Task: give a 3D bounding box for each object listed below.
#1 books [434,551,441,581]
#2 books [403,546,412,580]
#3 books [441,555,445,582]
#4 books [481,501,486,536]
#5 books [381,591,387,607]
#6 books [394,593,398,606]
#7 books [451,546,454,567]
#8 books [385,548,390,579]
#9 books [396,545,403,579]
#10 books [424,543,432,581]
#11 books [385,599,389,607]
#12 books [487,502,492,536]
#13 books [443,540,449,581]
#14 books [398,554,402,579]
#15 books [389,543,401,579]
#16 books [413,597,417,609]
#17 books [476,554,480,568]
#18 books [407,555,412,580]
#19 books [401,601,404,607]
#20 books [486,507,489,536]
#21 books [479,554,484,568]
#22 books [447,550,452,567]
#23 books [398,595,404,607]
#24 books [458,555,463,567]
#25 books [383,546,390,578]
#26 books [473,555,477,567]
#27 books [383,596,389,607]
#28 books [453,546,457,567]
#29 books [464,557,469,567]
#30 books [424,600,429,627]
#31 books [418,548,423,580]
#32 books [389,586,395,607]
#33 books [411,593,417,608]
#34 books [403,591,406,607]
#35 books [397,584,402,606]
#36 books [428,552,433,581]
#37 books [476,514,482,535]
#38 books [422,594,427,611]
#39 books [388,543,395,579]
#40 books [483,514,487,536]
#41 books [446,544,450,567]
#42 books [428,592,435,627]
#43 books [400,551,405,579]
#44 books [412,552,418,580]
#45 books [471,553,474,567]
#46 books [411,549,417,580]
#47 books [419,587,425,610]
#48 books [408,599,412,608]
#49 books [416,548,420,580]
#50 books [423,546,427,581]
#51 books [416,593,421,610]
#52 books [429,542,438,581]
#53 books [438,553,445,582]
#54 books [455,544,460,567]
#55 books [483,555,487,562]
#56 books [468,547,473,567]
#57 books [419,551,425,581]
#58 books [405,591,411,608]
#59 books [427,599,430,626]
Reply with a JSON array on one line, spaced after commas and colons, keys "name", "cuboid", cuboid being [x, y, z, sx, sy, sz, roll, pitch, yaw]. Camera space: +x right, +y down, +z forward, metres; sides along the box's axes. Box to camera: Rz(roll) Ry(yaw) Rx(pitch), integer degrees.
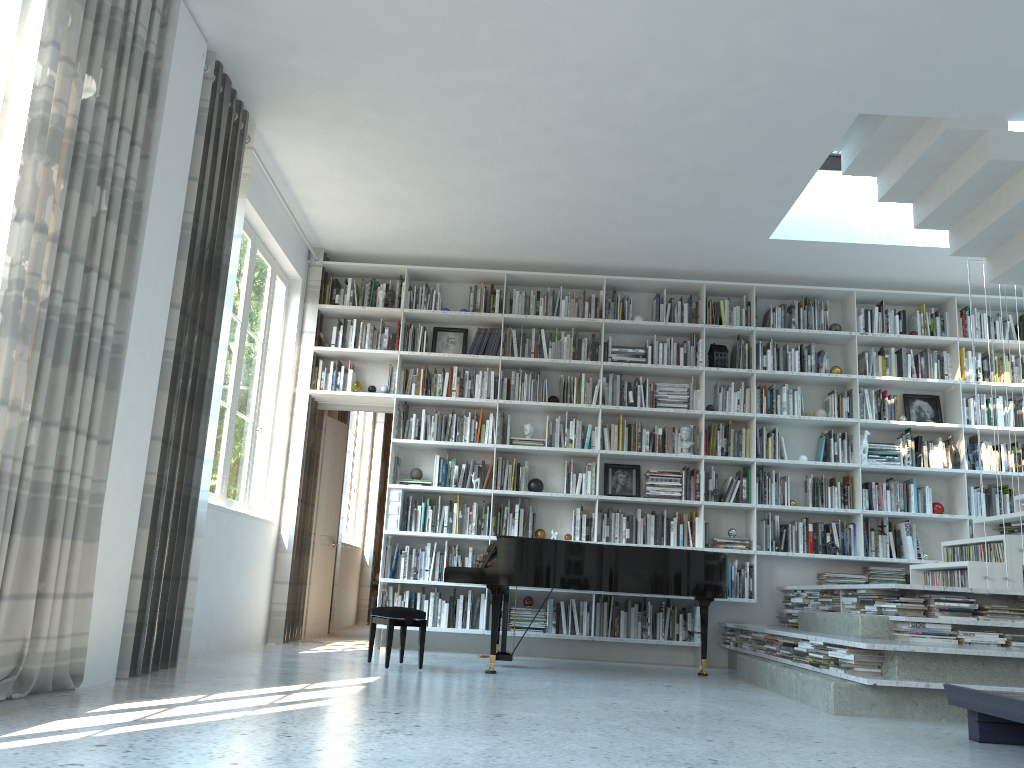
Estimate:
[{"name": "books", "cuboid": [-0.598, 1.474, 7.161, 0.031, 0.238, 0.132, 3, -13, 1]}, {"name": "books", "cuboid": [-0.843, 1.444, 7.150, 0.029, 0.265, 0.172, 3, -13, 1]}, {"name": "books", "cuboid": [-0.549, 1.490, 7.152, 0.013, 0.208, 0.155, 3, -13, 1]}, {"name": "books", "cuboid": [-0.233, 1.101, 7.217, 0.014, 0.285, 0.180, 3, -13, 1]}, {"name": "books", "cuboid": [-1.031, 1.785, 7.091, 0.012, 0.253, 0.161, 3, -13, 1]}, {"name": "books", "cuboid": [-0.924, 1.793, 7.084, 0.024, 0.246, 0.143, 3, -13, 1]}, {"name": "books", "cuboid": [-0.480, 1.459, 7.168, 0.013, 0.283, 0.139, 3, -13, 1]}, {"name": "books", "cuboid": [-0.992, 1.450, 7.151, 0.029, 0.238, 0.154, 3, -13, 1]}, {"name": "books", "cuboid": [-0.909, 1.440, 7.166, 0.010, 0.273, 0.150, 3, -13, 1]}, {"name": "books", "cuboid": [-0.676, 1.440, 7.165, 0.027, 0.299, 0.142, 3, -13, 1]}, {"name": "books", "cuboid": [-0.990, 1.812, 7.057, 0.029, 0.190, 0.177, 3, -13, 1]}, {"name": "books", "cuboid": [-0.180, 1.113, 7.244, 0.024, 0.279, 0.136, 3, -13, 1]}, {"name": "books", "cuboid": [-0.533, 1.430, 7.145, 0.014, 0.324, 0.171, 3, -13, 1]}, {"name": "books", "cuboid": [-0.894, 1.478, 7.158, 0.024, 0.197, 0.148, 3, -13, 1]}, {"name": "books", "cuboid": [-0.940, 1.429, 7.148, 0.052, 0.283, 0.172, 3, -13, 1]}, {"name": "books", "cuboid": [-0.768, 1.813, 7.074, 0.022, 0.220, 0.163, 3, -13, 1]}, {"name": "books", "cuboid": [-0.274, 1.489, 7.120, 0.023, 0.227, 0.190, 3, -13, 1]}, {"name": "books", "cuboid": [-0.817, 1.482, 7.163, 0.025, 0.199, 0.137, 3, -13, 1]}, {"name": "books", "cuboid": [-0.871, 1.825, 7.075, 0.022, 0.185, 0.145, 3, -13, 1]}, {"name": "books", "cuboid": [-0.198, 1.127, 7.218, 0.010, 0.239, 0.175, 3, -13, 1]}, {"name": "books", "cuboid": [-0.250, 1.494, 7.156, 0.026, 0.235, 0.141, 3, -13, 1]}, {"name": "books", "cuboid": [-0.502, 1.472, 7.162, 0.029, 0.254, 0.153, 3, -13, 1]}, {"name": "books", "cuboid": [-0.891, 1.803, 7.073, 0.022, 0.225, 0.155, 3, -13, 1]}, {"name": "books", "cuboid": [-0.411, 1.493, 7.145, 0.059, 0.215, 0.177, 3, -13, 1]}, {"name": "books", "cuboid": [-1.012, 1.445, 7.167, 0.012, 0.253, 0.161, 3, -13, 1]}, {"name": "books", "cuboid": [-0.301, 1.497, 7.162, 0.030, 0.226, 0.140, 3, -13, 1]}, {"name": "books", "cuboid": [-1.015, 1.804, 7.087, 0.023, 0.215, 0.159, 3, -13, 1]}, {"name": "books", "cuboid": [-0.462, 1.454, 7.156, 0.022, 0.290, 0.138, 3, -13, 1]}, {"name": "books", "cuboid": [-0.367, 1.505, 7.160, 0.030, 0.202, 0.142, 3, -13, 1]}, {"name": "books", "cuboid": [-0.680, 1.824, 7.058, 0.030, 0.201, 0.168, 3, -13, 1]}, {"name": "books", "cuboid": [-0.736, 1.454, 7.136, 0.010, 0.252, 0.178, 3, -13, 1]}, {"name": "books", "cuboid": [-0.957, 1.767, 7.083, 0.044, 0.293, 0.181, 3, -13, 1]}, {"name": "books", "cuboid": [-0.789, 1.799, 7.088, 0.022, 0.251, 0.140, 3, -13, 1]}, {"name": "books", "cuboid": [-0.851, 1.785, 7.065, 0.013, 0.261, 0.174, 3, -13, 1]}, {"name": "books", "cuboid": [-0.905, 1.758, 7.089, 0.011, 0.318, 0.158, 3, -13, 1]}, {"name": "books", "cuboid": [-0.658, 1.474, 7.160, 0.012, 0.232, 0.149, 3, -13, 1]}, {"name": "books", "cuboid": [-0.263, 1.155, 7.225, 0.041, 0.181, 0.142, 3, -13, 1]}, {"name": "books", "cuboid": [-0.705, 1.806, 7.088, 0.022, 0.246, 0.135, 3, -13, 1]}, {"name": "books", "cuboid": [-0.971, 1.429, 7.140, 0.011, 0.276, 0.189, 3, -13, 1]}, {"name": "books", "cuboid": [-0.217, 1.158, 7.238, 0.023, 0.186, 0.130, 3, -13, 1]}, {"name": "books", "cuboid": [-0.521, 1.447, 7.149, 0.012, 0.294, 0.177, 3, -13, 1]}, {"name": "books", "cuboid": [-0.634, 1.796, 7.068, 0.031, 0.265, 0.187, 3, -13, 1]}, {"name": "books", "cuboid": [-0.870, 1.463, 7.139, 0.022, 0.220, 0.188, 3, -13, 1]}, {"name": "books", "cuboid": [-0.769, 1.467, 7.136, 0.028, 0.222, 0.189, 3, -13, 1]}, {"name": "books", "cuboid": [-0.321, 1.482, 7.130, 0.011, 0.239, 0.175, 3, -13, 1]}, {"name": "books", "cuboid": [-0.793, 1.461, 7.172, 0.022, 0.247, 0.134, 3, -13, 1]}, {"name": "books", "cuboid": [-0.721, 1.774, 7.073, 0.013, 0.300, 0.184, 3, -13, 1]}, {"name": "books", "cuboid": [-0.812, 1.819, 7.079, 0.022, 0.205, 0.159, 3, -13, 1]}, {"name": "books", "cuboid": [-0.748, 1.452, 7.142, 0.013, 0.256, 0.190, 3, -13, 1]}, {"name": "books", "cuboid": [-0.696, 1.453, 7.169, 0.013, 0.273, 0.146, 3, -13, 1]}, {"name": "books", "cuboid": [-0.743, 1.798, 7.083, 0.027, 0.256, 0.160, 3, -13, 1]}, {"name": "books", "cuboid": [-0.631, 1.434, 7.148, 0.039, 0.306, 0.172, 3, -13, 1]}, {"name": "books", "cuboid": [-0.570, 1.482, 7.155, 0.028, 0.224, 0.134, 3, -13, 1]}, {"name": "books", "cuboid": [-0.445, 1.449, 7.152, 0.013, 0.300, 0.173, 3, -13, 1]}, {"name": "books", "cuboid": [-0.222, 1.496, 7.146, 0.030, 0.230, 0.151, 3, -13, 1]}, {"name": "books", "cuboid": [-0.338, 1.464, 7.161, 0.025, 0.287, 0.131, 3, -13, 1]}, {"name": "books", "cuboid": [-0.718, 1.469, 7.146, 0.028, 0.228, 0.158, 3, -13, 1]}, {"name": "books", "cuboid": [-0.833, 1.785, 7.071, 0.023, 0.265, 0.177, 3, -13, 1]}, {"name": "books", "cuboid": [-0.658, 1.827, 7.088, 0.014, 0.210, 0.146, 3, -13, 1]}]
